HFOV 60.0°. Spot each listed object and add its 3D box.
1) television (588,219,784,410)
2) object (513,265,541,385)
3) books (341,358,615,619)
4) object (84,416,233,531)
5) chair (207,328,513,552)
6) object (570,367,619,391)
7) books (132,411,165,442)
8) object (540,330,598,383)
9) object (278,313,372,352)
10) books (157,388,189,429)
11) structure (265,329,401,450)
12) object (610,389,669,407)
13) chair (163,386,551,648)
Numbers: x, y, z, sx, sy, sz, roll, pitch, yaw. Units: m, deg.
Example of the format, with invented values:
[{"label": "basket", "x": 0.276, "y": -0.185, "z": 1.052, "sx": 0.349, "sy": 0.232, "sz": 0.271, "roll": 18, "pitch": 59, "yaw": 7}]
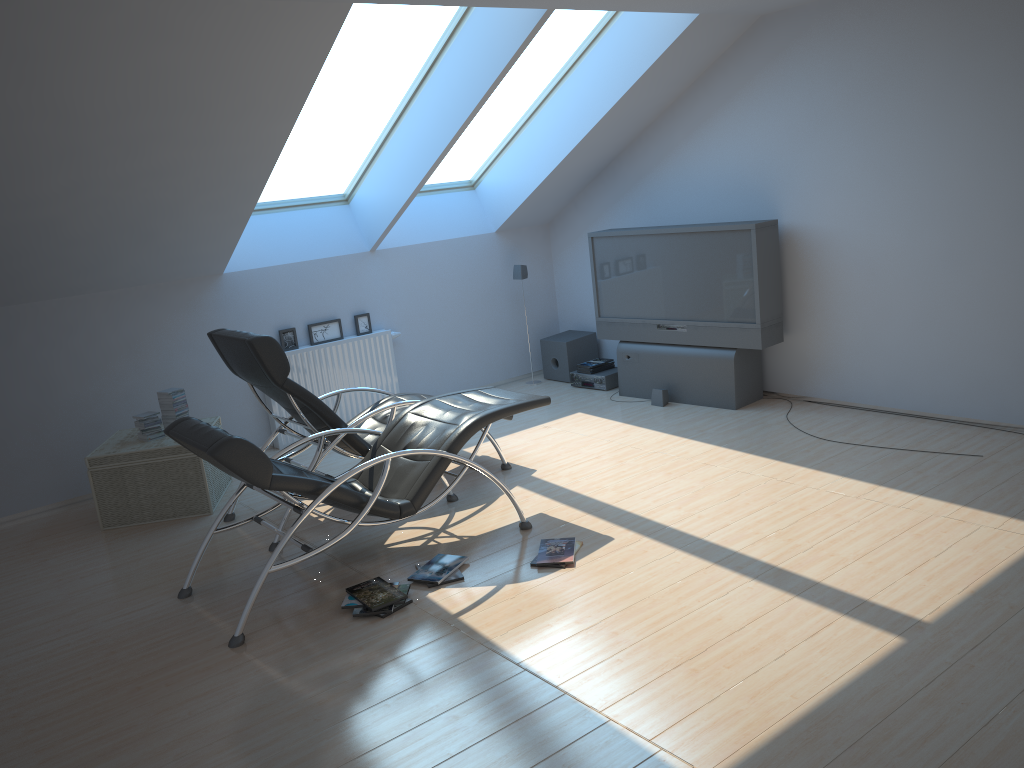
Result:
[{"label": "television", "x": 1.425, "y": -0.589, "z": 7.423, "sx": 0.400, "sy": 1.446, "sz": 1.686, "roll": -17, "pitch": 16, "yaw": -40}, {"label": "object", "x": 0.146, "y": -0.579, "z": 8.665, "sx": 0.158, "sy": 1.181, "sz": 0.160, "roll": -16, "pitch": 15, "yaw": -35}, {"label": "books", "x": 0.388, "y": 0.425, "z": 6.241, "sx": 1.045, "sy": 0.222, "sz": 4.790, "roll": -2, "pitch": 13, "yaw": 21}, {"label": "object", "x": -2.451, "y": 0.607, "z": 6.240, "sx": 0.744, "sy": 0.518, "sz": 0.745, "roll": -8, "pitch": 13, "yaw": -6}, {"label": "chair", "x": -0.964, "y": 0.121, "z": 5.929, "sx": 1.938, "sy": 1.251, "sz": 0.836, "roll": -16, "pitch": 15, "yaw": -35}, {"label": "object", "x": 0.828, "y": -0.062, "z": 8.365, "sx": 0.358, "sy": 0.138, "sz": 0.450, "roll": -17, "pitch": 16, "yaw": -40}, {"label": "books", "x": -2.501, "y": 0.296, "z": 6.111, "sx": 0.165, "sy": 0.184, "sz": 0.162, "roll": -16, "pitch": 16, "yaw": -36}, {"label": "object", "x": 0.574, "y": -0.282, "z": 8.812, "sx": 0.401, "sy": 0.424, "sz": 0.400, "roll": -16, "pitch": 15, "yaw": -35}, {"label": "object", "x": -1.594, "y": -0.450, "z": 7.634, "sx": 0.846, "sy": 0.180, "sz": 0.030, "roll": -16, "pitch": 15, "yaw": -35}, {"label": "books", "x": -2.385, "y": 0.188, "z": 6.263, "sx": 0.149, "sy": 0.300, "sz": 0.149, "roll": -1, "pitch": 14, "yaw": 24}, {"label": "structure", "x": -1.496, "y": 0.015, "z": 7.737, "sx": 1.324, "sy": 0.800, "sz": 0.120, "roll": -16, "pitch": 15, "yaw": -35}, {"label": "object", "x": 1.040, "y": 0.027, "z": 7.882, "sx": 0.394, "sy": 0.141, "sz": 1.163, "roll": -8, "pitch": 13, "yaw": -7}, {"label": "chair", "x": -0.760, "y": 0.480, "z": 4.899, "sx": 2.114, "sy": 0.953, "sz": 0.836, "roll": -16, "pitch": 15, "yaw": -35}]
